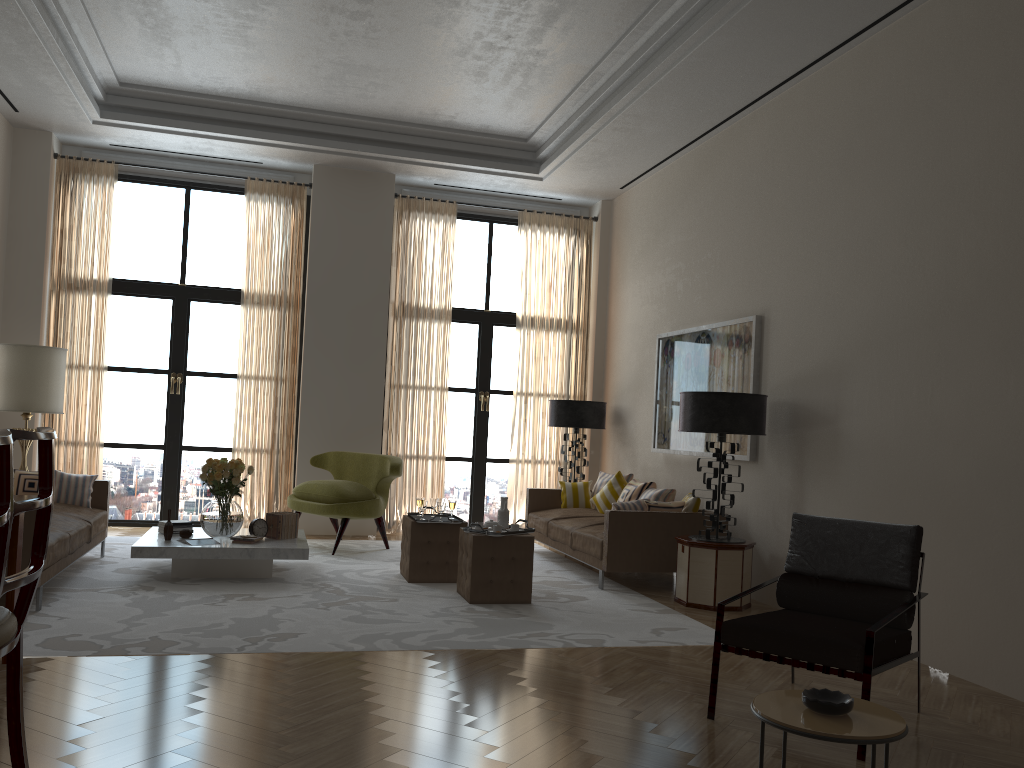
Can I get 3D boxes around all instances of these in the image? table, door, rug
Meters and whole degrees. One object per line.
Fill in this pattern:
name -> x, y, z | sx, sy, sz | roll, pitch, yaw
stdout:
table -> -2.907, 1.723, 8.992 | 1.584, 0.343, 1.501 | 4, -3, -15
table -> -3.349, 1.097, 3.526 | 1.801, 1.026, 3.802 | 4, -3, -15
table -> 1.225, 1.557, 3.475 | 0.584, 0.546, 0.585 | 2, -2, 24
door -> -0.410, -0.146, 13.264 | 3.087, 4.764, 0.240 | 3, -1, -15
rug -> -1.591, 1.923, 8.925 | 5.520, 0.065, 5.734 | 4, -3, -15
door -> -4.550, -0.409, 12.143 | 3.259, 4.764, 0.240 | 3, -1, -15

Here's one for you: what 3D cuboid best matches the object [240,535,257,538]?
object -> -2.593, 1.498, 8.726 | 0.139, 0.019, 0.137 | 5, -3, -31

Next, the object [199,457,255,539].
object -> -2.883, 1.152, 8.942 | 0.540, 0.821, 0.627 | 3, -2, -19

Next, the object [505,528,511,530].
object -> -0.037, 1.368, 8.377 | 0.049, 0.025, 0.053 | 1, -3, 42

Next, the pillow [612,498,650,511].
pillow -> 1.189, 1.397, 9.253 | 0.498, 0.428, 0.327 | 4, -2, -27

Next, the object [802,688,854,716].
object -> 1.240, 1.254, 3.484 | 0.193, 0.064, 0.193 | 3, -3, 7

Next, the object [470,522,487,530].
object -> -0.302, 1.311, 8.184 | 0.176, 0.067, 0.176 | 5, -3, -39

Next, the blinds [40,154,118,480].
blinds -> -5.673, -0.498, 11.607 | 0.780, 4.883, 0.419 | 3, -1, -13

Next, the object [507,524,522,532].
object -> 0.029, 1.347, 8.301 | 0.176, 0.067, 0.176 | 4, -3, -16

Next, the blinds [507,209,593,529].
blinds -> 0.562, -0.108, 13.294 | 1.242, 4.871, 0.418 | 3, -1, -13

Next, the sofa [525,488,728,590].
sofa -> 1.193, 1.770, 10.466 | 1.352, 0.819, 2.981 | 4, -3, -15

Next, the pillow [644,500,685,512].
pillow -> 1.550, 1.422, 9.314 | 0.465, 0.411, 0.304 | 4, -2, -17

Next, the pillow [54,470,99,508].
pillow -> -4.560, 1.106, 9.183 | 0.498, 0.428, 0.327 | 4, -2, -27

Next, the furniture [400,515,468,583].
furniture -> -0.812, 1.698, 9.151 | 0.614, 0.616, 0.614 | 3, -2, -15

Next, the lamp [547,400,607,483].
lamp -> 0.888, 1.254, 12.614 | 0.830, 2.017, 0.830 | 3, -1, -11

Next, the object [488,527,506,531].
object -> -0.142, 1.341, 8.200 | 0.186, 0.026, 0.041 | 3, -2, -7

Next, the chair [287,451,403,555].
chair -> -2.178, 1.460, 11.039 | 1.790, 1.213, 1.030 | 1, -3, 42

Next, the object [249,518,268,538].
object -> -2.563, 1.464, 8.972 | 0.082, 0.209, 0.205 | 2, -2, 36

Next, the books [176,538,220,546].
books -> -3.014, 1.506, 8.526 | 0.281, 0.038, 0.384 | 5, -4, -42

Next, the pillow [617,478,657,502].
pillow -> 1.475, 1.425, 10.680 | 0.404, 0.547, 0.617 | 3, -2, -12

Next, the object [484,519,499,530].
object -> -0.194, 1.319, 8.337 | 0.176, 0.105, 0.136 | 4, -2, -19

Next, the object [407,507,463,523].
object -> -0.799, 1.351, 9.154 | 0.491, 0.092, 0.802 | 4, -3, -15

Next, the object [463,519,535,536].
object -> -0.115, 1.331, 8.273 | 0.441, 0.101, 0.721 | 1, -4, 39

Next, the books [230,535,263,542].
books -> -2.605, 1.518, 8.716 | 0.255, 0.026, 0.202 | 2, -3, 10

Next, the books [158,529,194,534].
books -> -3.443, 1.505, 9.077 | 0.207, 0.035, 0.281 | 0, -4, 42

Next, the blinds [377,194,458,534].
blinds -> -1.343, -0.229, 12.780 | 0.960, 4.871, 0.419 | 3, -1, -13

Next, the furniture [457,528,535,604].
furniture -> -0.161, 1.686, 8.260 | 0.614, 0.616, 0.614 | 3, -2, -15

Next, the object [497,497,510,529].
object -> -0.083, 1.231, 8.460 | 0.113, 0.305, 0.125 | 2, -2, 22

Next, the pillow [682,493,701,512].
pillow -> 1.851, 1.414, 9.487 | 0.296, 0.475, 0.516 | 3, -2, 6

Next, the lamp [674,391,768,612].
lamp -> 1.989, 1.105, 8.529 | 0.830, 2.017, 0.830 | 3, -1, -14

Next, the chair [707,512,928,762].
chair -> 1.832, 1.373, 5.188 | 0.877, 1.134, 1.136 | 1, -3, 40

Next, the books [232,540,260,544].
books -> -2.616, 1.541, 8.713 | 0.197, 0.024, 0.256 | 3, -3, 2

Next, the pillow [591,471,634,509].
pillow -> 1.275, 1.440, 11.627 | 0.356, 0.576, 0.623 | 4, -2, -36

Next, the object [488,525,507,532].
object -> -0.132, 1.328, 8.101 | 0.176, 0.067, 0.176 | 3, -3, -13

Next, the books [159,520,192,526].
books -> -3.444, 1.423, 9.071 | 0.207, 0.030, 0.260 | 0, -4, 42

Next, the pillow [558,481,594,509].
pillow -> 0.851, 1.482, 11.666 | 0.482, 0.432, 0.318 | 3, -2, -5

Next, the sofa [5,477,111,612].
sofa -> -4.595, 1.355, 7.958 | 1.352, 0.819, 2.981 | 4, -3, -15

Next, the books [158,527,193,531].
books -> -3.442, 1.475, 9.066 | 0.207, 0.024, 0.263 | 1, -4, 38

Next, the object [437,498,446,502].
object -> -0.758, 1.308, 9.428 | 0.098, 0.191, 0.098 | 2, -2, 32

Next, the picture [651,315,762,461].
picture -> 2.145, 0.081, 10.056 | 0.080, 1.479, 2.267 | 3, -2, -17

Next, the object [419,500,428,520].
object -> -0.904, 1.279, 8.991 | 0.098, 0.191, 0.098 | 3, -2, 11

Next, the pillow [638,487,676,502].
pillow -> 1.629, 1.479, 10.327 | 0.371, 0.565, 0.660 | 3, -2, -20

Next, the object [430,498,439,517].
object -> -0.818, 1.299, 9.299 | 0.098, 0.191, 0.098 | 3, -2, -15

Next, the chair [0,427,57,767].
chair -> -2.182, 0.891, 3.193 | 0.878, 1.504, 0.656 | 3, -2, -15

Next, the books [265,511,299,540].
books -> -2.371, 1.455, 9.132 | 0.210, 0.264, 0.282 | 2, -2, 35

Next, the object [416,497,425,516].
object -> -0.971, 1.293, 9.332 | 0.098, 0.191, 0.098 | 4, -2, -32

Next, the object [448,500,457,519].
object -> -0.621, 1.304, 9.197 | 0.098, 0.191, 0.098 | 3, -2, 11

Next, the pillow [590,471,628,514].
pillow -> 1.305, 1.405, 11.223 | 0.767, 0.616, 0.356 | 2, -2, 29

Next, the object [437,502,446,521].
object -> -0.710, 1.284, 8.882 | 0.098, 0.191, 0.098 | 3, -2, -15

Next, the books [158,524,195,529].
books -> -3.442, 1.451, 9.080 | 0.229, 0.024, 0.281 | 0, -4, 40

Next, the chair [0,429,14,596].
chair -> -2.001, 0.869, 2.571 | 0.878, 1.504, 0.656 | 3, -2, -15

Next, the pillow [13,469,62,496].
pillow -> -4.922, 1.088, 9.123 | 0.465, 0.411, 0.304 | 4, -2, -17

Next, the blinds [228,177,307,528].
blinds -> -3.366, -0.358, 12.231 | 0.874, 4.871, 0.418 | 3, -1, -12

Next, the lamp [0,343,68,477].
lamp -> -5.643, 0.691, 10.273 | 0.767, 2.253, 0.768 | 2, -2, 38
